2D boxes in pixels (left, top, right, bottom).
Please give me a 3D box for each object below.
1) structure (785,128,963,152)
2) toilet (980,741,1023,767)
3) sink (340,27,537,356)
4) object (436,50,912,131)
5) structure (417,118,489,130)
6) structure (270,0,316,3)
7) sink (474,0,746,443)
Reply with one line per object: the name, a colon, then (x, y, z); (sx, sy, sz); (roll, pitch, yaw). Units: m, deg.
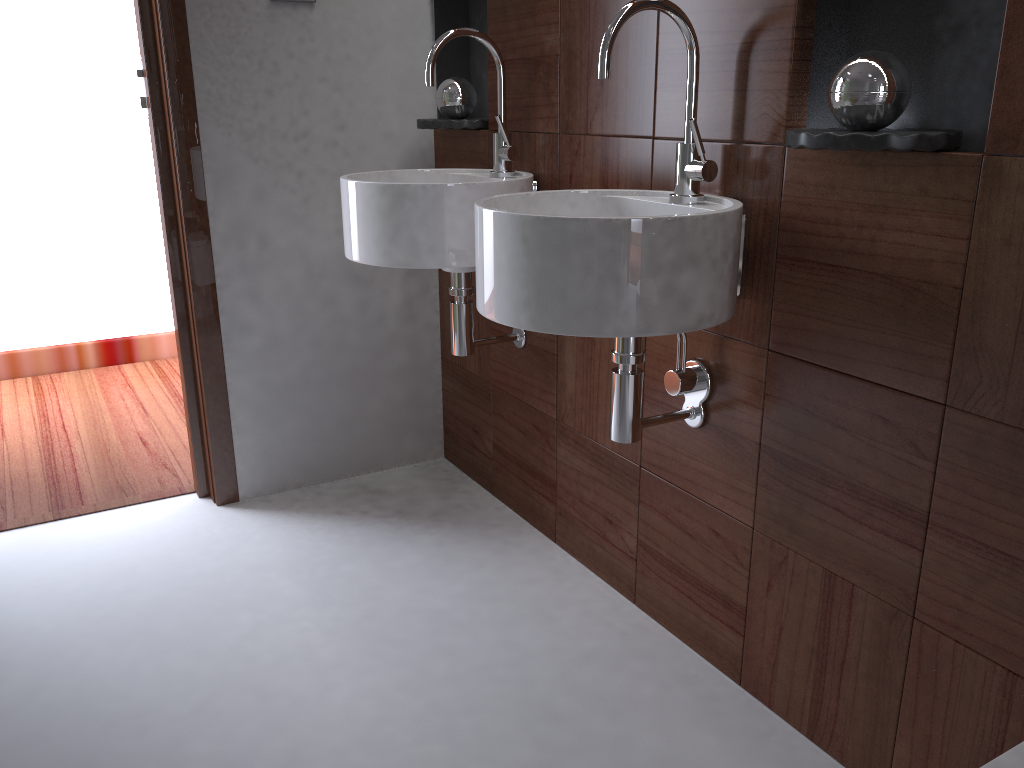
structure: (0.484, -0.331, 1.196); (0.222, 0.023, 0.220); (-14, 22, -37)
toilet: (0.554, 0.516, 0.746); (0.547, 0.284, 0.329); (-10, 20, -28)
sink: (-0.159, -0.396, 1.932); (0.417, 0.715, 0.415); (-10, 20, -28)
object: (0.167, -0.549, 1.692); (0.104, 0.104, 1.350); (-10, 20, -28)
structure: (-0.129, -0.657, 2.238); (0.222, 0.023, 0.220); (6, 19, 20)
structure: (-0.520, -0.988, 2.086); (0.109, 0.164, 0.028); (-10, 20, -28)
sink: (0.150, -0.231, 1.407); (0.417, 0.715, 0.415); (-10, 20, -28)
